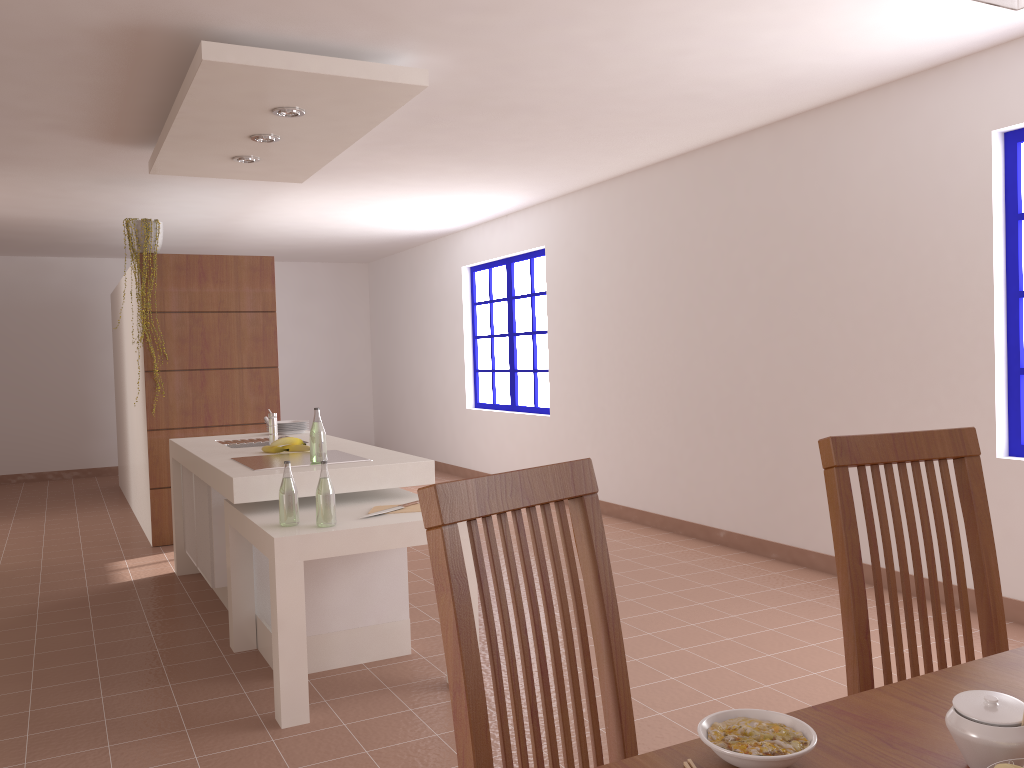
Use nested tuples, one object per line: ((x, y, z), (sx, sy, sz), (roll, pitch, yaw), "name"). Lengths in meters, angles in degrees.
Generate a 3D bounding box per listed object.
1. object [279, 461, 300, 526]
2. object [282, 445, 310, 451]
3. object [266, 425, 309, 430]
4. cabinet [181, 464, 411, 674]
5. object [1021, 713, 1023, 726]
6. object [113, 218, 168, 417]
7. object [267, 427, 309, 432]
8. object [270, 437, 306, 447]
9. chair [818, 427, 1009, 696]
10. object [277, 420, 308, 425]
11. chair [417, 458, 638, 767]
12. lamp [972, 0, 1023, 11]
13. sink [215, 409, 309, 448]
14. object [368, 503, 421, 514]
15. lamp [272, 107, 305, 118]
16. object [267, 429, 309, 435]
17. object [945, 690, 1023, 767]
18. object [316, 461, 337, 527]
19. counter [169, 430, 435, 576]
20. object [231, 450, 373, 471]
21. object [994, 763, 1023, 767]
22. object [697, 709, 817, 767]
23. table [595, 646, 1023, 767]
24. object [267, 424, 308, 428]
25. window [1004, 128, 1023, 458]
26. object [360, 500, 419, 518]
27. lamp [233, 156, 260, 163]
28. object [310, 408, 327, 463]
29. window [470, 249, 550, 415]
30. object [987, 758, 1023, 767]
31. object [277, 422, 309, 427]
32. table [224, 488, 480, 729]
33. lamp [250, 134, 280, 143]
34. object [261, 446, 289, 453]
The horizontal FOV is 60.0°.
((-0.801, 0.391, 3.176), (0.071, 0.230, 0.071), (0, 2, 44), "object")
((-1.044, 0.309, 4.276), (0.207, 0.033, 0.060), (-1, 2, 18), "object")
((-1.368, 0.270, 5.410), (0.228, 0.020, 0.228), (0, 3, 45), "object")
((-1.139, 0.774, 4.464), (0.737, 0.700, 2.048), (-3, 2, -27), "cabinet")
((0.564, 0.368, 0.975), (0.010, 0.075, 0.015), (-3, 2, -27), "object")
((-2.495, -0.448, 6.033), (0.279, 1.344, 0.297), (-1, 2, 22), "object")
((-1.367, 0.280, 5.410), (0.228, 0.020, 0.228), (0, 3, 45), "object")
((-1.073, 0.282, 4.286), (0.047, 0.055, 0.207), (0, 2, 40), "object")
((0.823, 0.624, 1.448), (0.444, 1.063, 0.574), (-2, 2, -17), "chair")
((-1.369, 0.239, 5.409), (0.228, 0.020, 0.228), (0, 3, 45), "object")
((0.203, 0.654, 1.131), (0.574, 1.063, 0.444), (0, 2, 43), "chair")
((0.640, -0.859, 0.827), (0.304, 0.919, 0.304), (-3, 2, -27), "lamp")
((-1.377, 0.313, 4.872), (0.404, 0.368, 0.668), (-3, 2, -27), "sink")
((-0.425, 0.483, 3.442), (0.266, 0.006, 0.168), (-2, 2, -10), "object")
((-1.007, -1.243, 3.997), (0.143, 0.059, 0.143), (-4, 2, -44), "lamp")
((-1.367, 0.290, 5.411), (0.228, 0.020, 0.228), (0, 3, 45), "object")
((0.546, 0.398, 1.008), (0.096, 0.079, 0.096), (-3, 2, -32), "object")
((-0.661, 0.387, 3.138), (0.071, 0.230, 0.071), (0, 2, 44), "object")
((-1.170, 0.723, 4.511), (0.821, 0.800, 2.156), (-3, 2, -27), "counter")
((-0.939, 0.332, 3.911), (0.493, 0.006, 0.551), (-3, 2, -27), "object")
((0.521, 0.414, 0.905), (0.055, 0.044, 0.048), (0, 2, 43), "object")
((0.288, 0.427, 1.044), (0.136, 0.036, 0.136), (-1, 2, 21), "object")
((0.686, 0.809, 0.845), (1.800, 0.740, 0.900), (-3, 2, -27), "table")
((-1.368, 0.260, 5.410), (0.228, 0.020, 0.228), (0, 3, 45), "object")
((2.593, -0.382, 3.180), (0.035, 1.430, 1.699), (-3, 2, -27), "window")
((-0.458, 0.479, 3.395), (0.041, 0.008, 0.375), (-1, 2, 30), "object")
((-1.465, -1.257, 4.890), (0.143, 0.059, 0.143), (-2, 2, 1), "lamp")
((-0.819, 0.215, 3.738), (0.071, 0.230, 0.071), (0, 2, 44), "object")
((0.002, -0.458, 8.255), (0.035, 1.430, 1.699), (-3, 2, -27), "window")
((0.546, 0.421, 0.869), (0.151, 0.041, 0.151), (-1, 2, 23), "object")
((-1.368, 0.249, 5.409), (0.228, 0.020, 0.228), (0, 3, 45), "object")
((-0.683, 0.814, 3.578), (0.737, 0.647, 1.003), (-3, 2, -27), "table")
((-1.238, -1.250, 4.446), (0.143, 0.059, 0.143), (-2, 2, 1), "lamp")
((-1.149, 0.313, 4.252), (0.207, 0.033, 0.060), (0, 2, 43), "object")
